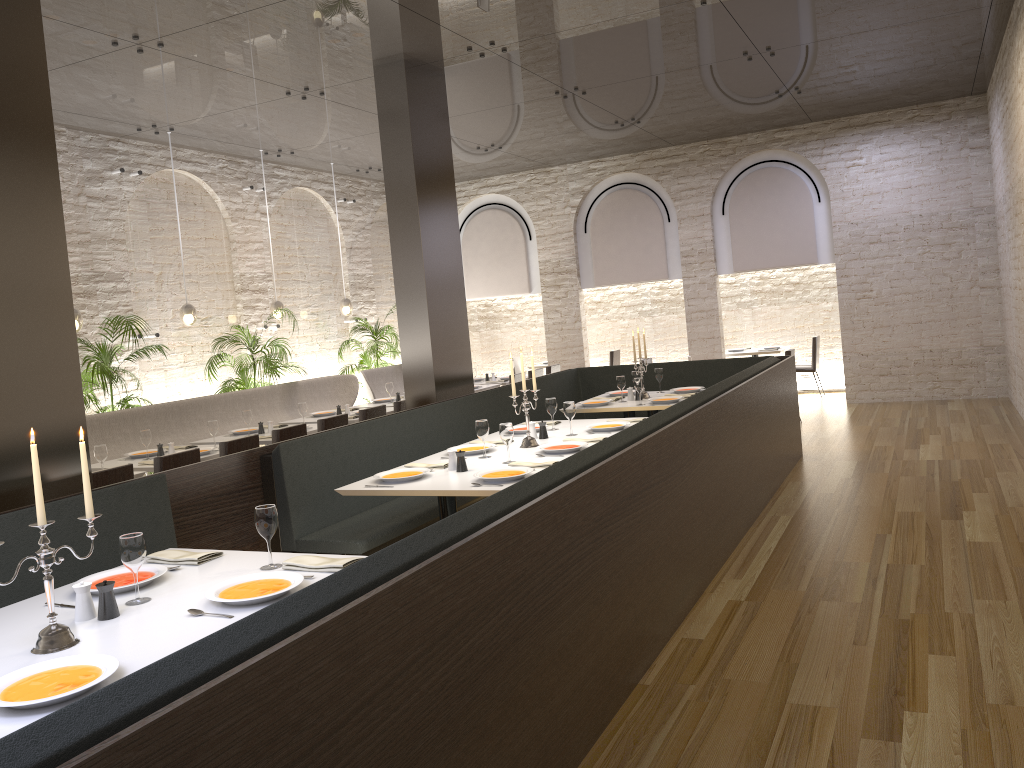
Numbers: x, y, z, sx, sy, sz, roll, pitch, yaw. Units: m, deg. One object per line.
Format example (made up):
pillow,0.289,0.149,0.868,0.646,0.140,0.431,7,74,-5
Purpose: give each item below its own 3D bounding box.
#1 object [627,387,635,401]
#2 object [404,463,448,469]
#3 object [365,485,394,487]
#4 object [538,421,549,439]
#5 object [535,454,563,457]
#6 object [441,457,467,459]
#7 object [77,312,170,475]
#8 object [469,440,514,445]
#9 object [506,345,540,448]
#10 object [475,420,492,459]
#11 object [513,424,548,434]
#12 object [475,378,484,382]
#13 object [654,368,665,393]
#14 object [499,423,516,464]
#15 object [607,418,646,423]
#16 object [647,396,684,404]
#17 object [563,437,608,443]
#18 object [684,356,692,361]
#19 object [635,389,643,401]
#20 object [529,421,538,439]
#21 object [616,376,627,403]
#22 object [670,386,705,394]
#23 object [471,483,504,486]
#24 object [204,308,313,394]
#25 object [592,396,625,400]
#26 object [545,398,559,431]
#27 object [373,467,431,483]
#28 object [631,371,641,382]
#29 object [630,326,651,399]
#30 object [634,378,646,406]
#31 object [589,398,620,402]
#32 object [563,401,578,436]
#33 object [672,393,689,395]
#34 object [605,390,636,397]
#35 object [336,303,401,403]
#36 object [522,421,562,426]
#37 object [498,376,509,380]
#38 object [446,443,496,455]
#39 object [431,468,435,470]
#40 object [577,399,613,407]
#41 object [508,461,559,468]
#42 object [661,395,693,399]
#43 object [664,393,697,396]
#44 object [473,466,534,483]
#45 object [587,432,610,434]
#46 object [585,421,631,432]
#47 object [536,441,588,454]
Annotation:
object,1.065,0.089,7.960,0.069,0.126,0.069,-6,3,-22
object,-0.490,0.486,5.282,0.272,0.033,0.143,-3,5,26
object,-0.712,0.550,4.768,0.185,0.010,0.017,-3,4,26
object,0.211,0.314,6.042,0.068,0.126,0.069,-4,3,19
object,0.223,0.423,5.256,0.181,0.015,0.038,-3,5,27
object,-0.362,0.460,5.510,0.185,0.010,0.017,-3,4,26
object,-3.769,0.345,8.352,1.191,1.972,1.144,-7,3,-34
object,-0.139,0.397,6.025,0.272,0.033,0.143,-3,5,26
object,0.085,0.078,5.724,0.131,0.656,0.391,-4,3,36
object,-0.177,0.338,5.449,0.086,0.230,0.087,-4,3,26
object,0.101,0.334,6.473,0.321,0.036,0.322,-4,5,21
object,-0.526,-0.053,12.273,0.322,0.036,0.321,-7,5,-27
object,1.399,-0.032,8.394,0.086,0.230,0.086,-5,2,-4
object,-0.026,0.345,5.171,0.086,0.230,0.086,-6,2,-22
object,0.846,0.270,6.504,0.272,0.033,0.143,-3,5,26
object,1.307,0.141,7.542,0.321,0.036,0.322,-5,4,1
object,0.480,0.363,5.729,0.272,0.033,0.143,-3,5,26
object,1.954,-0.193,9.827,0.086,0.230,0.086,-7,3,-34
object,1.127,0.087,7.903,0.069,0.126,0.069,-6,3,-22
object,0.139,0.318,6.081,0.068,0.126,0.069,-4,3,19
object,0.975,0.045,7.887,0.087,0.230,0.086,-7,3,-28
object,1.625,0.060,8.215,0.322,0.036,0.322,-7,5,-16
object,-0.128,0.513,4.513,0.181,0.015,0.038,-3,5,27
object,-2.914,0.127,10.167,1.147,1.972,1.188,-6,3,-24
object,0.899,0.133,8.222,0.272,0.033,0.143,-3,5,26
object,0.291,0.219,6.441,0.086,0.230,0.087,-4,3,38
object,-0.613,0.515,4.959,0.321,0.036,0.323,-3,5,23
object,1.168,-0.004,8.297,0.087,0.230,0.086,-7,3,-28
object,1.165,-0.197,8.010,0.131,0.656,0.391,-4,3,36
object,1.083,0.064,7.517,0.087,0.230,0.086,-7,3,-28
object,0.833,0.150,8.083,0.272,0.033,0.143,-3,5,26
object,0.399,0.237,6.071,0.086,0.230,0.087,-4,3,38
object,1.545,0.087,8.054,0.181,0.015,0.038,-3,5,27
object,1.055,0.091,8.490,0.321,0.036,0.322,-4,5,21
object,-1.850,-0.141,12.382,1.144,1.972,1.191,-5,3,6
object,0.227,0.304,6.800,0.272,0.033,0.143,-3,5,26
object,-0.043,-0.079,12.040,0.322,0.036,0.321,-7,5,-27
object,-0.261,0.426,5.706,0.321,0.036,0.322,-1,6,45
object,-0.528,0.500,5.157,0.181,0.015,0.038,-3,5,27
object,0.736,0.172,7.817,0.321,0.036,0.322,-5,4,1
object,0.129,0.452,4.986,0.272,0.033,0.143,-3,5,26
object,1.450,0.116,7.781,0.272,0.033,0.143,-3,5,26
object,1.516,0.100,7.920,0.272,0.033,0.143,-3,5,26
object,-0.043,0.484,4.685,0.321,0.036,0.322,-5,4,1
object,0.589,0.330,6.031,0.181,0.015,0.038,-3,5,27
object,0.672,0.302,6.198,0.321,0.036,0.322,-4,5,21
object,0.309,0.394,5.430,0.321,0.036,0.322,-1,6,45
